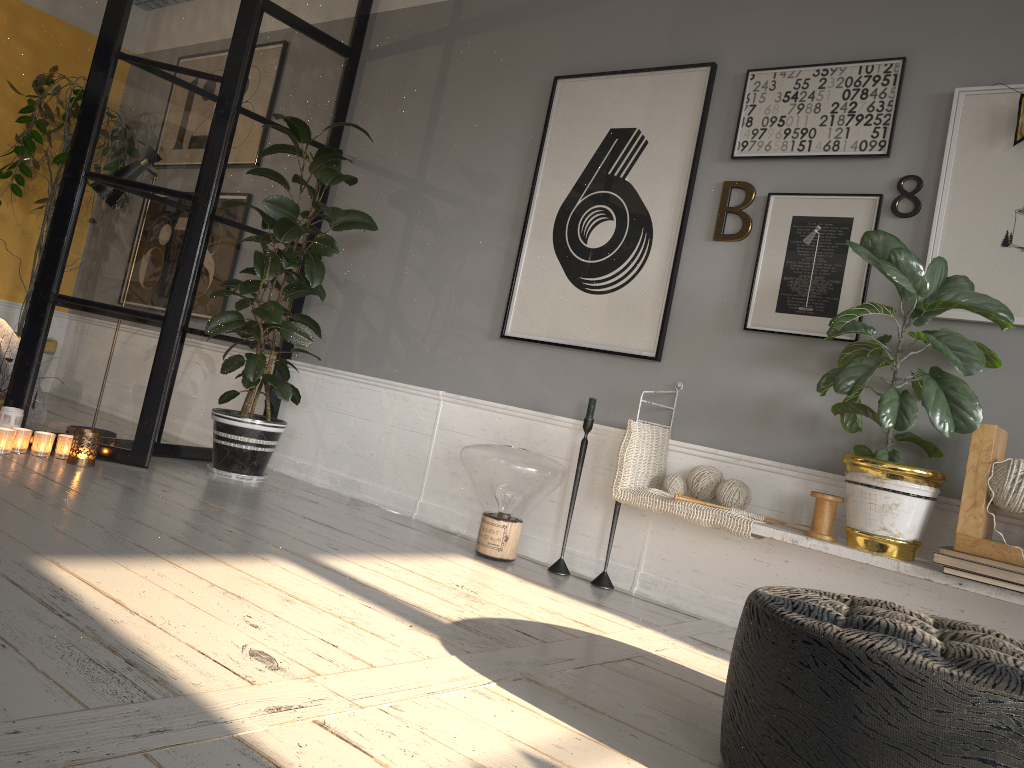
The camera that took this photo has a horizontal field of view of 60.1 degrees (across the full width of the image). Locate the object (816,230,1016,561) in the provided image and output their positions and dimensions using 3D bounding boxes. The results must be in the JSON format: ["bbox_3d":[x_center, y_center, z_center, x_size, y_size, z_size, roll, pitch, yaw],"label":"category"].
[{"bbox_3d":[1.194,0.036,2.696,0.512,0.969,0.540,10,-5,24],"label":"object"}]

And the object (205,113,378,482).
[{"bbox_3d":[-2.010,-0.645,3.055,1.016,1.803,3.860,8,-4,38],"label":"object"}]

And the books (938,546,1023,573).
[{"bbox_3d":[1.422,0.513,2.487,0.381,0.017,0.227,11,-2,36],"label":"books"}]

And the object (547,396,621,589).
[{"bbox_3d":[0.333,0.406,3.427,0.281,0.705,0.091,9,-6,31],"label":"object"}]

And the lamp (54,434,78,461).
[{"bbox_3d":[-1.866,0.266,3.702,0.080,0.099,0.080,12,-4,-11],"label":"lamp"}]

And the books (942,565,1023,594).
[{"bbox_3d":[1.421,0.561,2.469,0.370,0.021,0.293,11,-2,33],"label":"books"}]

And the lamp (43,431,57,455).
[{"bbox_3d":[-1.969,0.250,3.741,0.063,0.091,0.062,10,-4,20],"label":"lamp"}]

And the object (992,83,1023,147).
[{"bbox_3d":[1.901,-0.806,2.630,0.919,0.341,0.057,10,-5,38],"label":"object"}]

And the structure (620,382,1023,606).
[{"bbox_3d":[1.570,0.410,2.430,2.790,0.489,0.305,11,-4,39],"label":"structure"}]

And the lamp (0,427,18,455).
[{"bbox_3d":[-2.031,0.228,3.533,0.080,0.099,0.080,12,-4,-11],"label":"lamp"}]

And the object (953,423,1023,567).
[{"bbox_3d":[1.544,0.375,2.421,0.548,0.442,0.236,10,-5,39],"label":"object"}]

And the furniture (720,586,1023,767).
[{"bbox_3d":[0.782,0.639,1.671,0.739,0.358,0.729,11,-2,26],"label":"furniture"}]

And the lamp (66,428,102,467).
[{"bbox_3d":[-1.770,0.264,3.665,0.107,0.141,0.107,12,-4,2],"label":"lamp"}]

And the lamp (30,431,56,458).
[{"bbox_3d":[-1.936,0.251,3.647,0.080,0.099,0.080,12,-4,-11],"label":"lamp"}]

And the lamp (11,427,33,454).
[{"bbox_3d":[-2.017,0.233,3.622,0.080,0.099,0.080,12,-4,-11],"label":"lamp"}]

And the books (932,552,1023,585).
[{"bbox_3d":[1.413,0.534,2.475,0.386,0.029,0.257,11,-2,39],"label":"books"}]

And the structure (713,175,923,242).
[{"bbox_3d":[1.101,-0.635,3.236,0.743,0.264,0.024,10,-5,39],"label":"structure"}]

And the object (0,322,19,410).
[{"bbox_3d":[-2.254,-0.021,3.988,0.436,0.525,0.278,12,-4,-11],"label":"object"}]

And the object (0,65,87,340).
[{"bbox_3d":[-3.102,-1.024,5.988,1.255,2.216,1.331,10,-4,25],"label":"object"}]

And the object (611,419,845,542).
[{"bbox_3d":[0.756,0.349,3.036,0.789,0.308,0.326,10,-3,39],"label":"object"}]

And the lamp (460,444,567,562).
[{"bbox_3d":[-0.024,0.469,3.504,0.429,0.440,0.433,13,-4,-29],"label":"lamp"}]

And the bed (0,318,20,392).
[{"bbox_3d":[-3.588,-0.426,4.275,2.334,0.774,1.880,10,-2,39],"label":"bed"}]

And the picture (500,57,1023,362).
[{"bbox_3d":[-0.933,-1.185,2.364,7.330,1.804,4.002,11,-2,39],"label":"picture"}]

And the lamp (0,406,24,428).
[{"bbox_3d":[-2.098,0.184,3.686,0.092,0.167,0.088,11,-4,5],"label":"lamp"}]
